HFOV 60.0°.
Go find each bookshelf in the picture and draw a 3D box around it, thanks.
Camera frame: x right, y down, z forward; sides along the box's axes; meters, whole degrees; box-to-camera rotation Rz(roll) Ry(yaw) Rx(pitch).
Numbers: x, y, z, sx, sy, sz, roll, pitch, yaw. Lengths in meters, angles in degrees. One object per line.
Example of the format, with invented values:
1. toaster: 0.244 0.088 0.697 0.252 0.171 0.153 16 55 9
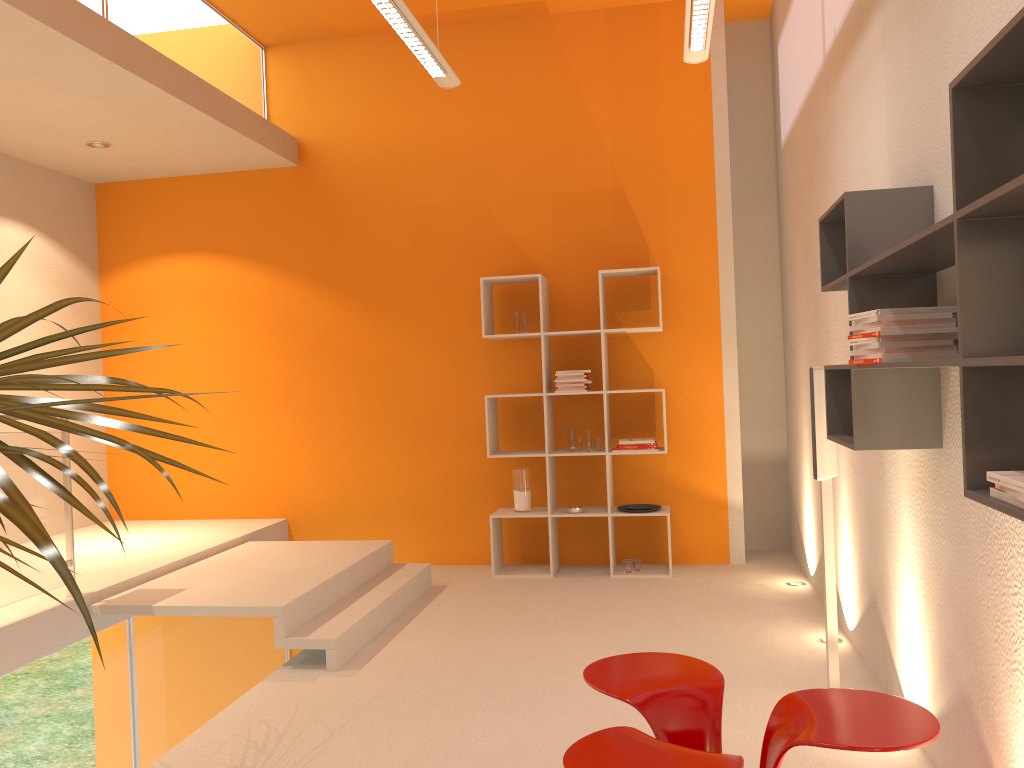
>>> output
1. bookshelf: 0.947 0.497 1.513 0.322 2.145 3.370 -2 0 12
2. bookshelf: 1.148 1.545 4.934 1.107 4.600 3.516 -2 0 -32

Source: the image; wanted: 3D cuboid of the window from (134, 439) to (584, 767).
1. window: -0.683 2.683 5.460 2.294 4.526 1.860 -2 0 10

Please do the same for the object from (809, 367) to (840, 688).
1. object: 1.239 0.589 3.523 0.116 1.317 0.111 -2 0 7

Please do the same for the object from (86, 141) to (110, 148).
1. object: -2.691 -1.574 5.766 0.143 0.059 0.143 -2 0 -18

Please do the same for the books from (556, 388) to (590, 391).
1. books: 0.410 0.035 5.949 0.190 0.011 0.268 -2 0 12

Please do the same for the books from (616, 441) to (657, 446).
1. books: 0.821 0.391 5.834 0.254 0.015 0.190 -2 0 12

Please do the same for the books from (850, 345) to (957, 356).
1. books: 1.085 -0.093 2.476 0.190 0.015 0.254 -2 0 1

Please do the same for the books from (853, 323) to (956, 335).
1. books: 1.083 -0.151 2.466 0.190 0.011 0.268 -2 0 7

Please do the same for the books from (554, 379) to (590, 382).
1. books: 0.407 -0.024 5.945 0.210 0.013 0.296 -2 0 10

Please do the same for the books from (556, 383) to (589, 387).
1. books: 0.405 0.007 5.951 0.190 0.015 0.254 -2 0 12

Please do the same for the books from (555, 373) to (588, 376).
1. books: 0.402 -0.064 5.951 0.190 0.015 0.254 -2 0 12

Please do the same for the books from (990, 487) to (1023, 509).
1. books: 0.933 0.192 1.460 0.190 0.015 0.254 -2 0 11

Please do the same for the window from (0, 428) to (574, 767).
1. window: -1.260 2.674 4.768 0.993 4.599 4.234 -2 0 42

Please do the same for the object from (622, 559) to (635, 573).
1. object: 0.592 2.544 0.650 0.129 2.692 10.507 -2 0 3

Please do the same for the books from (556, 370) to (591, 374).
1. books: 0.414 -0.081 5.945 0.230 0.017 0.227 -2 0 5

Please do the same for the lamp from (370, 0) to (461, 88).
1. lamp: -0.618 -2.002 2.938 0.120 1.052 3.195 -2 0 10

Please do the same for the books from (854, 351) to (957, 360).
1. books: 1.086 -0.080 2.466 0.190 0.011 0.268 -2 0 7

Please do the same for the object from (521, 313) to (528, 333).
1. object: -1.363 2.294 2.971 0.351 5.384 6.779 -2 0 30

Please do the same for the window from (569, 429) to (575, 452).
1. window: -1.593 1.097 3.258 0.908 1.393 6.719 -2 0 30

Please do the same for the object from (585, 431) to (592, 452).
1. object: -1.475 2.710 2.833 0.870 4.604 7.392 -2 0 41

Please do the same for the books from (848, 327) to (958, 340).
1. books: 1.083 -0.139 2.462 0.210 0.013 0.297 -2 0 5

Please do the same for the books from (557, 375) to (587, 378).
1. books: 0.407 -0.050 5.958 0.190 0.015 0.254 -2 0 6

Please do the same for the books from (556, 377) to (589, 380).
1. books: 0.407 -0.036 5.948 0.190 0.011 0.268 -2 0 12

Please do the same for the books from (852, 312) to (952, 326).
1. books: 1.078 -0.179 2.468 0.190 0.015 0.254 -2 0 7

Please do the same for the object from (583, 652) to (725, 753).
1. object: 0.418 1.061 2.555 0.391 0.450 0.420 -2 0 -20

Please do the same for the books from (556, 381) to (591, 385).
1. books: 0.417 -0.010 5.946 0.230 0.017 0.227 -2 0 5

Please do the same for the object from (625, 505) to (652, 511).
1. object: 0.840 0.824 5.881 0.178 0.020 0.178 -2 0 27

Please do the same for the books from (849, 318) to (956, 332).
1. books: 1.082 -0.164 2.476 0.190 0.015 0.254 -2 0 1

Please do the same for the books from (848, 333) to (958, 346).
1. books: 1.093 -0.124 2.464 0.230 0.017 0.227 -2 0 0

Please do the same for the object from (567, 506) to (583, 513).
1. object: 0.420 0.836 5.896 0.106 0.035 0.105 -3 0 -36

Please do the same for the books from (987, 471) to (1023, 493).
1. books: 0.938 0.161 1.447 0.230 0.017 0.227 -2 0 10

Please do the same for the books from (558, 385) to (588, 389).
1. books: 0.410 0.022 5.959 0.190 0.015 0.254 -2 0 6

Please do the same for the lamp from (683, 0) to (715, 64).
1. lamp: 0.591 -2.050 2.722 0.120 1.052 3.195 -2 0 10

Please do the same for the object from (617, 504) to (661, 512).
1. object: 0.843 0.826 5.877 0.294 0.020 0.294 -3 0 -41

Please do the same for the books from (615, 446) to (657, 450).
1. books: 0.819 0.419 5.830 0.268 0.011 0.190 -2 0 12

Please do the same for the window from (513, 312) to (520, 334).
1. window: -1.745 2.307 2.044 0.481 5.399 8.922 -2 0 22

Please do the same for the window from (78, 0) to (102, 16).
1. window: -2.337 -2.112 3.761 0.006 0.660 1.869 -2 0 10

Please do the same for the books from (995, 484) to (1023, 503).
1. books: 0.927 0.178 1.453 0.190 0.015 0.254 -2 0 17

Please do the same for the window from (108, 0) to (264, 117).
1. window: -2.003 -2.135 5.636 0.006 0.660 1.860 -2 0 10

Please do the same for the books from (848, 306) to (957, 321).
1. books: 1.090 -0.195 2.464 0.230 0.017 0.227 -2 0 0

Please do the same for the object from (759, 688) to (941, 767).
1. object: 0.838 1.046 2.201 0.420 0.450 0.391 -2 0 10

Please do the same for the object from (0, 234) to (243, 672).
1. object: -1.921 0.535 1.483 3.098 2.600 3.241 -2 0 18

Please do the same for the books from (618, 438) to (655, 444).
1. books: 0.814 0.375 5.822 0.227 0.017 0.230 -2 0 5

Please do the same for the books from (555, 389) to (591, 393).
1. books: 0.409 0.047 5.945 0.210 0.013 0.296 -2 0 10

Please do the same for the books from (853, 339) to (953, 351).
1. books: 1.081 -0.108 2.469 0.190 0.015 0.254 -2 0 7

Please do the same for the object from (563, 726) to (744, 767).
1. object: 0.332 1.067 2.011 0.391 0.450 0.420 -2 0 40

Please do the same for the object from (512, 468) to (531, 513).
1. object: 0.069 0.721 6.025 0.129 0.291 0.129 -2 0 38

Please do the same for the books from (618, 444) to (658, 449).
1. books: 0.828 0.405 5.830 0.254 0.015 0.190 -2 0 6

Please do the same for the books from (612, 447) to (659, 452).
1. books: 0.816 0.431 5.832 0.296 0.013 0.210 -2 0 10

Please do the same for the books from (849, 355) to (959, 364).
1. books: 1.086 -0.067 2.463 0.210 0.013 0.297 -2 0 5

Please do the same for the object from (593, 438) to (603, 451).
1. object: 0.781 2.124 2.099 0.190 3.502 7.694 -2 0 -1
